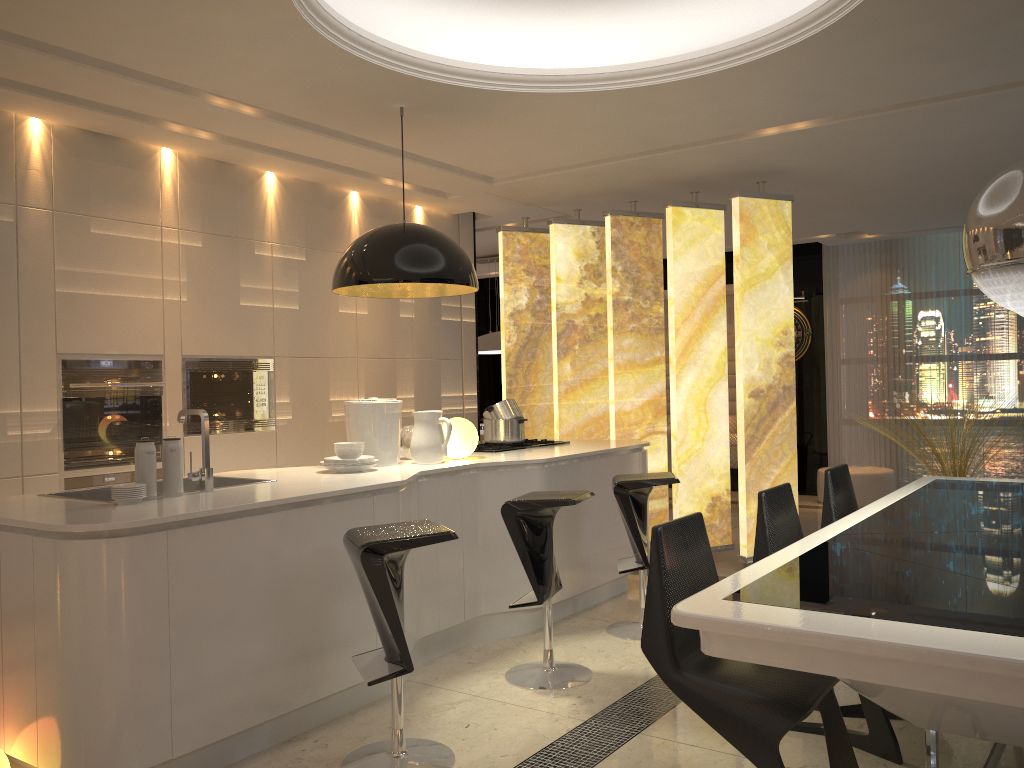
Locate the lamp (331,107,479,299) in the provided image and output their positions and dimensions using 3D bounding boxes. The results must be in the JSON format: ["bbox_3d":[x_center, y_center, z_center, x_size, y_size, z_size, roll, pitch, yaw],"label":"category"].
[{"bbox_3d":[-0.527,-0.900,4.320,0.710,0.898,0.710,-1,0,-45],"label":"lamp"}]

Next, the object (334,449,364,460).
[{"bbox_3d":[-0.741,0.323,4.042,0.138,0.051,0.138,-1,0,-7],"label":"object"}]

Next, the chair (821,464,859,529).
[{"bbox_3d":[1.668,0.798,3.898,0.496,0.858,0.523,-1,0,35],"label":"chair"}]

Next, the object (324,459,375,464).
[{"bbox_3d":[-0.741,0.356,4.042,0.229,0.016,0.229,-1,0,-25],"label":"object"}]

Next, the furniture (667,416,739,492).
[{"bbox_3d":[2.348,0.806,10.732,1.312,0.810,1.107,-1,0,35],"label":"furniture"}]

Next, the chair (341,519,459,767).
[{"bbox_3d":[-0.390,0.880,2.983,0.380,0.789,0.380,-1,0,-22],"label":"chair"}]

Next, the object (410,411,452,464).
[{"bbox_3d":[-0.398,0.261,4.366,0.211,0.254,0.183,-1,0,-3],"label":"object"}]

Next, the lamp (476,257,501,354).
[{"bbox_3d":[0.101,-0.839,9.255,1.578,0.995,0.939,-1,0,35],"label":"lamp"}]

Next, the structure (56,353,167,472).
[{"bbox_3d":[-2.300,0.144,4.838,0.595,0.597,0.609,-1,0,35],"label":"structure"}]

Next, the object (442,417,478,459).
[{"bbox_3d":[-0.280,0.279,4.561,0.212,0.214,0.213,-1,0,-5],"label":"object"}]

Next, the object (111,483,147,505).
[{"bbox_3d":[-1.314,0.378,3.043,0.111,0.062,0.111,-1,0,-34],"label":"object"}]

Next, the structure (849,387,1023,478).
[{"bbox_3d":[3.940,0.603,7.957,1.275,1.142,1.282,-1,0,-9],"label":"structure"}]

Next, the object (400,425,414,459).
[{"bbox_3d":[-0.495,0.304,4.625,0.211,0.174,0.211,-1,0,-8],"label":"object"}]

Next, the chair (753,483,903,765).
[{"bbox_3d":[1.182,0.809,3.201,0.496,0.858,0.523,-1,0,35],"label":"chair"}]

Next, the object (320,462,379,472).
[{"bbox_3d":[-0.740,0.380,4.042,0.264,0.033,0.264,-1,0,4],"label":"object"}]

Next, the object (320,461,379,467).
[{"bbox_3d":[-0.740,0.374,4.042,0.264,0.033,0.264,-1,0,4],"label":"object"}]

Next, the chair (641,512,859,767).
[{"bbox_3d":[0.687,0.821,2.490,0.496,0.858,0.523,-1,0,35],"label":"chair"}]

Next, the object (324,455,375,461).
[{"bbox_3d":[-0.742,0.343,4.042,0.229,0.016,0.229,-1,0,-25],"label":"object"}]

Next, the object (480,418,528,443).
[{"bbox_3d":[-0.048,0.282,5.372,0.253,0.147,0.266,-1,0,-12],"label":"object"}]

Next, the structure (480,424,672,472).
[{"bbox_3d":[0.133,0.853,9.239,2.912,0.812,1.659,-1,0,35],"label":"structure"}]

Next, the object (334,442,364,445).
[{"bbox_3d":[-0.742,0.294,4.042,0.138,0.051,0.138,-1,0,-7],"label":"object"}]

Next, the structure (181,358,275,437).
[{"bbox_3d":[-1.865,0.075,5.442,0.446,0.450,0.659,-1,0,35],"label":"structure"}]

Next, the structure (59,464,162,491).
[{"bbox_3d":[-2.286,0.753,4.838,0.595,0.597,0.609,-1,0,35],"label":"structure"}]

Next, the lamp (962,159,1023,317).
[{"bbox_3d":[1.757,-0.789,2.813,0.408,1.226,1.827,-1,0,35],"label":"lamp"}]

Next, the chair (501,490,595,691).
[{"bbox_3d":[0.151,0.867,3.829,0.380,0.789,0.380,-1,0,18],"label":"chair"}]

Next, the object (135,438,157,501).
[{"bbox_3d":[-1.293,0.299,3.131,0.071,0.219,0.071,-1,0,26],"label":"object"}]

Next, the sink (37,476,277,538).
[{"bbox_3d":[-1.378,0.483,3.502,0.485,0.152,0.738,-1,0,35],"label":"sink"}]

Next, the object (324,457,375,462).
[{"bbox_3d":[-0.741,0.347,4.042,0.229,0.016,0.229,-1,0,-25],"label":"object"}]

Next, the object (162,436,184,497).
[{"bbox_3d":[-1.232,0.298,3.218,0.071,0.219,0.071,-1,0,11],"label":"object"}]

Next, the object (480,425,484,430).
[{"bbox_3d":[-0.319,0.476,9.600,0.299,0.057,0.265,-1,0,10],"label":"object"}]

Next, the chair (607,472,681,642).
[{"bbox_3d":[0.660,0.855,4.489,0.380,0.789,0.380,-1,0,3],"label":"chair"}]

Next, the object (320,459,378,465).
[{"bbox_3d":[-0.740,0.367,4.042,0.264,0.033,0.264,-1,0,4],"label":"object"}]

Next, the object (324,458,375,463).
[{"bbox_3d":[-0.741,0.352,4.042,0.229,0.016,0.229,-1,0,-25],"label":"object"}]

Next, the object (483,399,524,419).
[{"bbox_3d":[-0.058,0.196,5.374,0.256,0.212,0.249,-1,0,-20],"label":"object"}]

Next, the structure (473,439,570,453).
[{"bbox_3d":[-0.068,0.369,5.386,0.502,0.026,0.811,-1,0,35],"label":"structure"}]

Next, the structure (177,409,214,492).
[{"bbox_3d":[-1.227,0.252,3.360,0.177,0.310,0.089,-1,0,35],"label":"structure"}]

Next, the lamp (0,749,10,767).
[{"bbox_3d":[-1.642,1.197,2.686,0.212,0.214,0.213,-1,0,-5],"label":"lamp"}]

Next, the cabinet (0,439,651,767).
[{"bbox_3d":[-0.553,0.835,4.329,1.046,0.887,3.752,-1,0,35],"label":"cabinet"}]

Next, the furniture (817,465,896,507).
[{"bbox_3d":[3.423,1.006,8.824,0.735,0.357,0.735,-1,0,37],"label":"furniture"}]

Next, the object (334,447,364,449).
[{"bbox_3d":[-0.742,0.311,4.042,0.138,0.051,0.138,-1,0,-7],"label":"object"}]

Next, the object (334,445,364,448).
[{"bbox_3d":[-0.742,0.306,4.042,0.138,0.051,0.138,-1,0,-7],"label":"object"}]

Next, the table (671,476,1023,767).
[{"bbox_3d":[1.733,0.845,2.825,1.293,0.759,3.031,-1,0,35],"label":"table"}]

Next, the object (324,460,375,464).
[{"bbox_3d":[-0.741,0.361,4.042,0.229,0.016,0.229,-1,0,-25],"label":"object"}]

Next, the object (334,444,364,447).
[{"bbox_3d":[-0.742,0.300,4.042,0.138,0.051,0.138,-1,0,-7],"label":"object"}]

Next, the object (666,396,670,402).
[{"bbox_3d":[1.912,0.414,11.406,0.390,0.718,0.388,-1,0,26],"label":"object"}]

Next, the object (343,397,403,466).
[{"bbox_3d":[-0.679,0.231,4.360,0.288,0.330,0.288,-1,0,-38],"label":"object"}]

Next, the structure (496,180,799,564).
[{"bbox_3d":[0.900,-0.032,6.348,2.180,2.555,0.448,-1,0,35],"label":"structure"}]

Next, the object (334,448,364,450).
[{"bbox_3d":[-0.741,0.317,4.042,0.138,0.051,0.138,-1,0,-7],"label":"object"}]

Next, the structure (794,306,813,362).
[{"bbox_3d":[2.919,-0.533,9.614,0.669,0.669,0.048,-1,0,35],"label":"structure"}]
